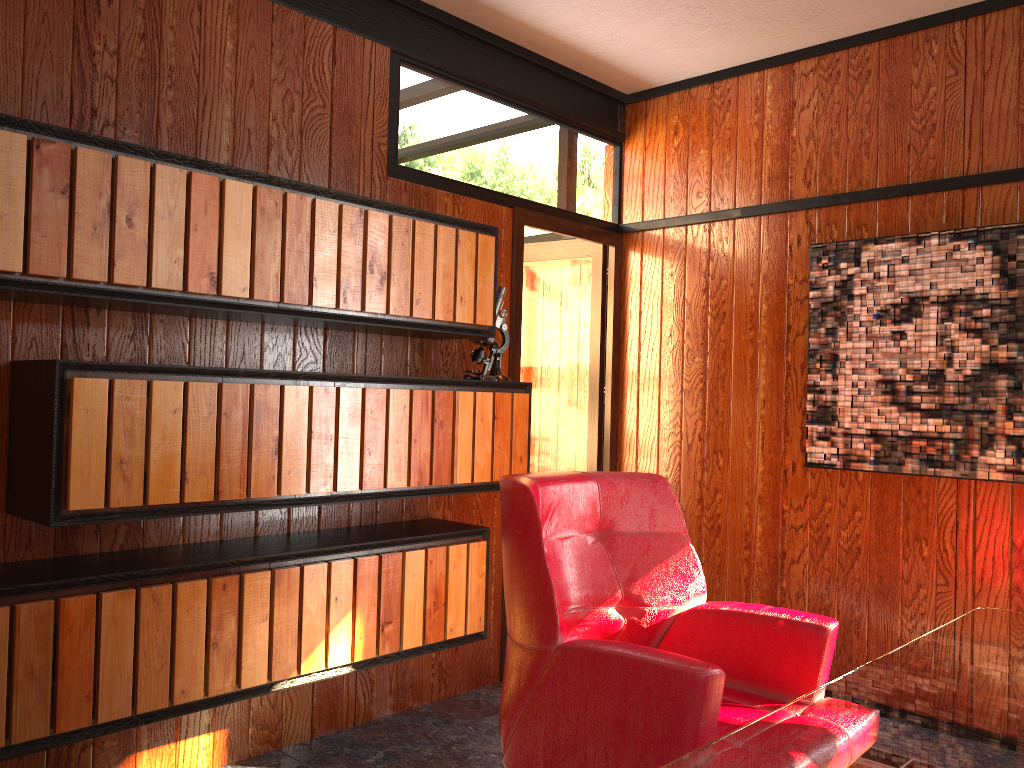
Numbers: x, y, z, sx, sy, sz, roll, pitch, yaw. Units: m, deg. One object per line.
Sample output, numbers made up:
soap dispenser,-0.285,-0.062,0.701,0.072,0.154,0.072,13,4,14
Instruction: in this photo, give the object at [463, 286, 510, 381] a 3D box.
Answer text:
object,-0.082,-0.187,3.240,0.181,0.354,0.142,2,-1,-10

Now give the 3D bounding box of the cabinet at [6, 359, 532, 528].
cabinet,-0.600,0.162,2.754,0.321,0.390,1.653,1,-1,43

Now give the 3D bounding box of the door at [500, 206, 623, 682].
door,-0.028,0.262,4.117,0.734,1.955,0.751,1,-1,43

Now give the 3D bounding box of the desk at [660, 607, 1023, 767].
desk,0.995,0.871,1.237,1.150,0.632,1.900,1,-1,43

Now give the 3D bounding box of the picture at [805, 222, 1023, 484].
picture,1.492,-0.107,3.156,0.916,0.873,0.061,1,-1,43

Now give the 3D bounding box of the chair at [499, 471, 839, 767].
chair,0.317,0.707,2.038,0.839,0.956,0.621,1,-1,43

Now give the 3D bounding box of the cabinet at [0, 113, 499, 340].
cabinet,-0.721,-0.385,2.618,0.321,0.390,1.653,1,-1,43

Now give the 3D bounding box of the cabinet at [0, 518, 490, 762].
cabinet,-0.751,0.670,2.600,0.321,0.390,1.653,1,-1,43
